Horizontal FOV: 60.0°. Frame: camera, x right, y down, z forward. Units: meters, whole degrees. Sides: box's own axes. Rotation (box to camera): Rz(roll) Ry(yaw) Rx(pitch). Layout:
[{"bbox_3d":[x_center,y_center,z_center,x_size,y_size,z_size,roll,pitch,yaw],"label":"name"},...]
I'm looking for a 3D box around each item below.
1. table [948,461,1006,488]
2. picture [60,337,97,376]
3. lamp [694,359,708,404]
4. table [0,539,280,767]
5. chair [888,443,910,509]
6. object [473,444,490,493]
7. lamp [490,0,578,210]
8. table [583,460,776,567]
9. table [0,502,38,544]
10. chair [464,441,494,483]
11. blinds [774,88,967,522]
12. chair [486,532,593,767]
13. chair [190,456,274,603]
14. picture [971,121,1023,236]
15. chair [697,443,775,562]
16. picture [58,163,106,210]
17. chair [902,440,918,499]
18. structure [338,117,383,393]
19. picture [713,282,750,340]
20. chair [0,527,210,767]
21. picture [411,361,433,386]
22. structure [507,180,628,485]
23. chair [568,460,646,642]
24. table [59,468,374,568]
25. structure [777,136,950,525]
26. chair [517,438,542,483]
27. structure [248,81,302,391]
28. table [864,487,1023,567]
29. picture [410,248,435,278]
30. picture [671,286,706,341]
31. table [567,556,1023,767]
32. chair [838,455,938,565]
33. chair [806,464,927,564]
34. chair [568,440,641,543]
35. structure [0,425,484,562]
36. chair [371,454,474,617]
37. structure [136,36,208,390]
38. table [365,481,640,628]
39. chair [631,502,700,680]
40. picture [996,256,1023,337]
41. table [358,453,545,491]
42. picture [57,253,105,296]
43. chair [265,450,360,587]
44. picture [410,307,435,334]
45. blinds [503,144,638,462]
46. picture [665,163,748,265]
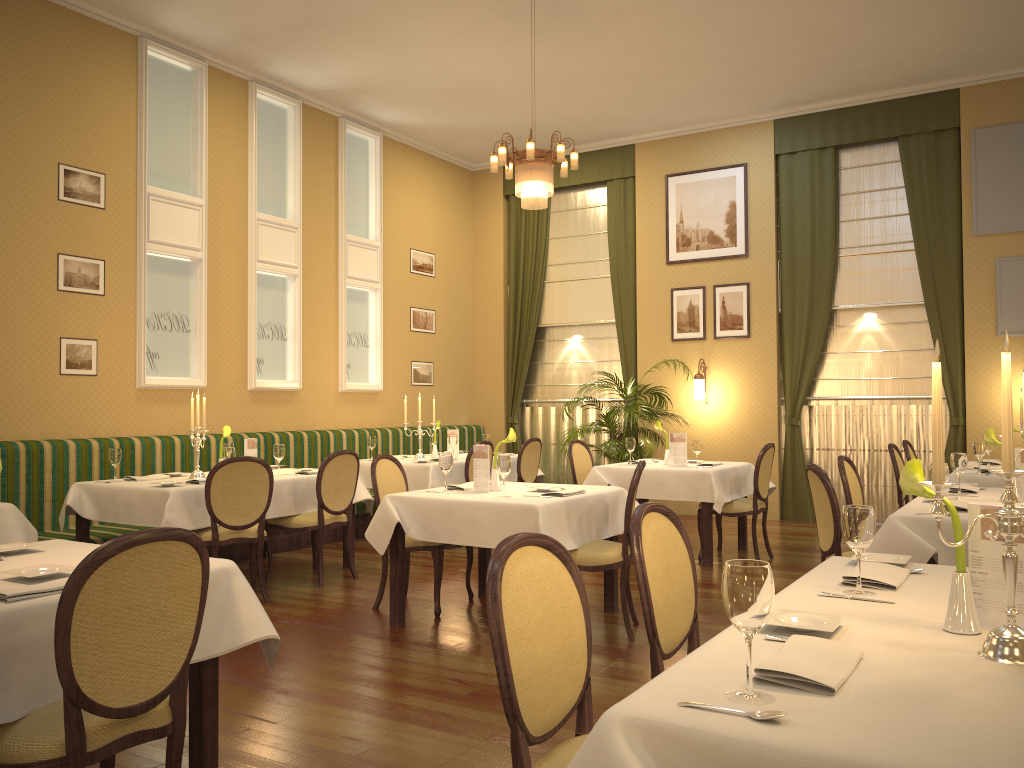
[{"bbox_3d":[4.023,1.027,6.760,1.385,0.759,2.152,-1,-2,31],"label":"table"},{"bbox_3d":[-3.419,-0.214,7.003,0.008,0.294,0.313,-1,-2,31],"label":"picture"},{"bbox_3d":[2.125,-0.031,9.999,0.114,0.513,0.323,-1,-2,20],"label":"lamp"},{"bbox_3d":[-1.567,0.950,2.658,1.389,0.759,1.395,-1,-2,33],"label":"table"},{"bbox_3d":[3.198,0.937,6.789,0.571,0.955,0.530,-1,-2,31],"label":"chair"},{"bbox_3d":[-0.188,0.498,5.232,0.081,0.277,0.166,0,-2,-12],"label":"object"},{"bbox_3d":[0.156,-2.174,6.421,0.593,1.796,0.593,-1,-2,29],"label":"lamp"},{"bbox_3d":[1.414,1.063,7.561,1.389,0.759,1.395,-1,-2,33],"label":"table"},{"bbox_3d":[-3.457,1.002,4.203,1.385,0.759,2.152,-1,-2,31],"label":"table"},{"bbox_3d":[-0.476,0.992,8.099,0.571,0.955,0.530,-1,-2,31],"label":"chair"},{"bbox_3d":[3.720,-0.794,9.291,1.878,4.537,0.129,-1,-2,31],"label":"blinds"},{"bbox_3d":[0.256,0.826,1.950,0.571,0.955,0.530,-1,-2,31],"label":"chair"},{"bbox_3d":[-1.857,0.940,5.814,0.530,0.955,0.571,1,-2,-34],"label":"chair"},{"bbox_3d":[4.951,-1.997,8.499,0.966,1.057,0.027,-1,-2,31],"label":"picture"},{"bbox_3d":[1.850,0.956,7.245,0.571,0.955,0.530,-1,-2,31],"label":"chair"},{"bbox_3d":[-3.417,-1.569,7.054,0.008,0.294,0.401,-1,-2,31],"label":"picture"},{"bbox_3d":[3.600,0.952,7.449,0.571,0.955,0.530,-1,-2,31],"label":"chair"},{"bbox_3d":[-1.716,-1.400,9.883,0.200,2.985,0.670,-1,-2,31],"label":"structure"},{"bbox_3d":[2.471,-0.819,9.986,0.412,0.619,0.022,-1,-2,31],"label":"picture"},{"bbox_3d":[-1.132,0.844,2.342,0.571,0.955,0.530,-1,-2,31],"label":"chair"},{"bbox_3d":[-1.092,-0.126,10.830,0.008,0.294,0.437,-1,-2,31],"label":"picture"},{"bbox_3d":[0.786,-0.714,11.219,1.942,4.511,0.123,-1,-2,31],"label":"structure"},{"bbox_3d":[0.465,0.904,4.965,0.571,0.955,0.530,-1,-2,11],"label":"chair"},{"bbox_3d":[-2.052,1.055,6.513,1.385,0.759,2.152,-1,-2,31],"label":"table"},{"bbox_3d":[3.775,-0.779,9.396,1.900,4.511,0.134,-1,-2,31],"label":"structure"},{"bbox_3d":[-0.010,1.008,8.801,0.571,0.955,0.530,-1,-2,31],"label":"chair"},{"bbox_3d":[-2.375,-1.425,8.799,0.200,2.985,0.661,-1,-2,31],"label":"structure"},{"bbox_3d":[2.634,0.975,4.476,1.385,0.759,2.152,-1,-2,31],"label":"table"},{"bbox_3d":[-1.093,-1.482,10.877,0.008,0.294,0.504,-1,-2,31],"label":"picture"},{"bbox_3d":[2.036,-0.810,10.250,0.412,0.619,0.022,-1,-2,31],"label":"picture"},{"bbox_3d":[1.080,0.916,1.921,1.385,0.759,2.152,-1,-2,31],"label":"table"},{"bbox_3d":[2.211,0.900,5.165,0.571,0.955,0.530,-1,-2,31],"label":"chair"},{"bbox_3d":[1.812,0.885,4.528,0.571,0.955,0.530,0,-2,6],"label":"chair"},{"bbox_3d":[0.815,0.980,7.933,0.571,0.955,0.530,-1,-2,31],"label":"chair"},{"bbox_3d":[-3.941,0.905,5.339,0.850,1.031,14.516,-1,-2,31],"label":"structure"},{"bbox_3d":[-0.584,0.928,5.637,0.571,0.955,0.530,-1,-2,21],"label":"chair"},{"bbox_3d":[-2.997,-1.449,7.777,0.200,2.985,0.687,-1,-2,31],"label":"structure"},{"bbox_3d":[0.012,1.010,5.256,1.389,0.759,1.395,-1,-2,33],"label":"table"},{"bbox_3d":[0.658,0.841,2.610,0.571,0.955,0.530,-1,-2,31],"label":"chair"},{"bbox_3d":[4.928,-0.844,8.487,0.512,0.769,0.027,-1,-2,31],"label":"picture"},{"bbox_3d":[-0.650,1.107,8.819,1.385,0.759,2.152,-1,-2,31],"label":"table"},{"bbox_3d":[-3.413,-0.865,7.036,0.008,0.294,0.401,-1,-2,31],"label":"picture"},{"bbox_3d":[-1.439,0.956,6.513,0.571,0.955,0.530,-1,-2,31],"label":"chair"},{"bbox_3d":[-1.089,-0.777,10.859,0.008,0.294,0.504,-1,-2,31],"label":"picture"},{"bbox_3d":[0.728,-0.729,11.121,1.934,4.537,0.225,-1,-2,30],"label":"blinds"},{"bbox_3d":[2.220,-1.938,10.160,0.966,1.057,0.027,-1,-2,31],"label":"picture"}]
